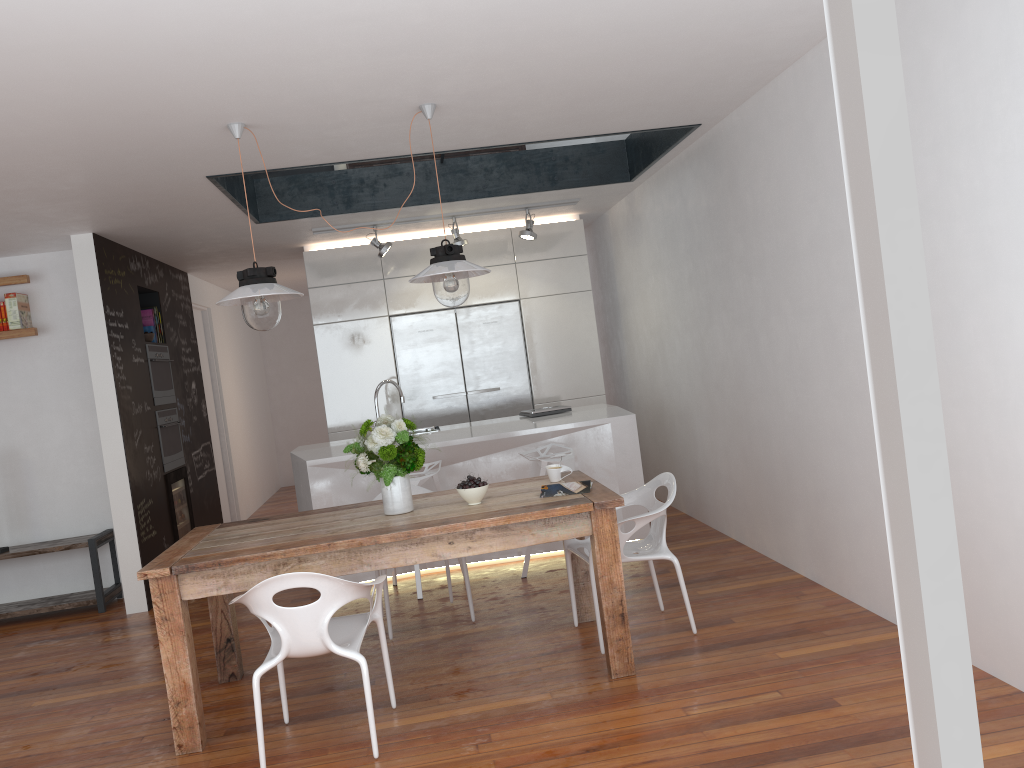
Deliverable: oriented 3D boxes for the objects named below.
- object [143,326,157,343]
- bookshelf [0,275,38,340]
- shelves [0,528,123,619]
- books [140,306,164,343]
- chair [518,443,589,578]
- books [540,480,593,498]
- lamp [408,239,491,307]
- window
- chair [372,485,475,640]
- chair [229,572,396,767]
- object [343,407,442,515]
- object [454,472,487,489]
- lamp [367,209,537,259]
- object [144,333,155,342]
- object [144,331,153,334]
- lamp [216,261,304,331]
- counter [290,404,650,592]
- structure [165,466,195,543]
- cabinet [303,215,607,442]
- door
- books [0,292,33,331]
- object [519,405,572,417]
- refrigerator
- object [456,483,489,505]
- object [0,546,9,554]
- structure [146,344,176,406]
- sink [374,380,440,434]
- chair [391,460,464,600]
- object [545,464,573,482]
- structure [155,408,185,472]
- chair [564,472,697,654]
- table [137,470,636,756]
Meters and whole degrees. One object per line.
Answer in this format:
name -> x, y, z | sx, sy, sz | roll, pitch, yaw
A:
object -> -2.863, -0.377, 6.933 | 0.136, 0.136, 0.110 | -8, 2, -13
bookshelf -> -4.785, -0.323, 6.009 | 2.983, 0.465, 0.161 | -8, 2, -6
shelves -> -4.510, 1.519, 5.981 | 3.473, 0.506, 0.414 | -8, 2, -6
books -> -2.930, -0.456, 7.068 | 0.230, 0.303, 0.152 | -8, 2, -6
chair -> 0.317, 0.766, 5.471 | 0.428, 0.765, 0.492 | -6, 2, 39
books -> 0.242, 0.454, 3.939 | 0.218, 0.035, 0.267 | -7, 2, 8
lamp -> -0.278, -0.493, 3.954 | 0.372, 0.306, 0.372 | -6, 3, 45
window -> -0.401, -1.578, 5.578 | 2.700, 0.035, 1.546 | -8, 2, -6
chair -> -0.523, 0.924, 4.802 | 0.577, 0.710, 0.505 | -8, 2, -16
chair -> -0.734, 1.001, 3.340 | 0.577, 0.710, 0.505 | -8, 2, -1
object -> -0.555, 0.335, 3.955 | 0.371, 0.476, 0.432 | -6, 2, 35
object -> -0.175, 0.437, 3.897 | 0.159, 0.095, 0.141 | -8, 2, -21
lamp -> -0.463, -1.162, 6.879 | 1.324, 0.254, 0.154 | -8, 2, -6
object -> -2.806, -0.346, 6.796 | 0.132, 0.069, 0.132 | -7, 2, 27
object -> -2.801, -0.381, 6.797 | 0.077, 0.042, 0.116 | -7, 2, 7
lamp -> -1.098, -0.382, 3.861 | 0.372, 0.306, 0.372 | -8, 2, -12
counter -> -0.320, 0.757, 6.153 | 2.289, 0.903, 0.956 | -8, 2, -6
structure -> -2.544, 1.047, 6.926 | 0.081, 0.763, 0.582 | -8, 2, -6
cabinet -> -0.465, -0.095, 8.047 | 2.404, 2.506, 0.946 | -8, 2, -6
door -> -2.954, 0.350, 8.659 | 0.120, 2.236, 0.823 | -8, 2, -6
books -> -3.595, -1.354, 6.370 | 5.671, 1.974, 0.733 | -8, 2, -17
object -> 0.237, 0.195, 6.415 | 0.298, 0.036, 0.325 | -8, 2, -16
refrigerator -> -0.368, 0.251, 7.606 | 1.119, 1.811, 0.142 | -8, 2, -6
object -> -0.169, 0.487, 3.898 | 0.146, 0.079, 0.146 | -7, 2, 2
object -> -3.529, 0.807, 6.013 | 0.089, 0.687, 0.089 | -7, 2, 4
structure -> -2.701, -0.076, 6.888 | 0.052, 0.462, 0.585 | -8, 2, -6
sink -> -0.779, 0.240, 6.341 | 0.492, 0.570, 0.459 | -8, 2, -6
chair -> -0.580, 0.886, 5.441 | 0.492, 0.765, 0.428 | -7, 2, 4
object -> 0.226, 0.424, 4.235 | 0.127, 0.078, 0.082 | -8, 2, -1
structure -> -2.635, 0.423, 6.905 | 0.052, 0.462, 0.585 | -8, 2, -6
chair -> 0.546, 0.804, 4.154 | 0.505, 0.710, 0.577 | -8, 2, -11
table -> -0.495, 0.939, 3.948 | 1.910, 0.735, 0.969 | -8, 2, -6
